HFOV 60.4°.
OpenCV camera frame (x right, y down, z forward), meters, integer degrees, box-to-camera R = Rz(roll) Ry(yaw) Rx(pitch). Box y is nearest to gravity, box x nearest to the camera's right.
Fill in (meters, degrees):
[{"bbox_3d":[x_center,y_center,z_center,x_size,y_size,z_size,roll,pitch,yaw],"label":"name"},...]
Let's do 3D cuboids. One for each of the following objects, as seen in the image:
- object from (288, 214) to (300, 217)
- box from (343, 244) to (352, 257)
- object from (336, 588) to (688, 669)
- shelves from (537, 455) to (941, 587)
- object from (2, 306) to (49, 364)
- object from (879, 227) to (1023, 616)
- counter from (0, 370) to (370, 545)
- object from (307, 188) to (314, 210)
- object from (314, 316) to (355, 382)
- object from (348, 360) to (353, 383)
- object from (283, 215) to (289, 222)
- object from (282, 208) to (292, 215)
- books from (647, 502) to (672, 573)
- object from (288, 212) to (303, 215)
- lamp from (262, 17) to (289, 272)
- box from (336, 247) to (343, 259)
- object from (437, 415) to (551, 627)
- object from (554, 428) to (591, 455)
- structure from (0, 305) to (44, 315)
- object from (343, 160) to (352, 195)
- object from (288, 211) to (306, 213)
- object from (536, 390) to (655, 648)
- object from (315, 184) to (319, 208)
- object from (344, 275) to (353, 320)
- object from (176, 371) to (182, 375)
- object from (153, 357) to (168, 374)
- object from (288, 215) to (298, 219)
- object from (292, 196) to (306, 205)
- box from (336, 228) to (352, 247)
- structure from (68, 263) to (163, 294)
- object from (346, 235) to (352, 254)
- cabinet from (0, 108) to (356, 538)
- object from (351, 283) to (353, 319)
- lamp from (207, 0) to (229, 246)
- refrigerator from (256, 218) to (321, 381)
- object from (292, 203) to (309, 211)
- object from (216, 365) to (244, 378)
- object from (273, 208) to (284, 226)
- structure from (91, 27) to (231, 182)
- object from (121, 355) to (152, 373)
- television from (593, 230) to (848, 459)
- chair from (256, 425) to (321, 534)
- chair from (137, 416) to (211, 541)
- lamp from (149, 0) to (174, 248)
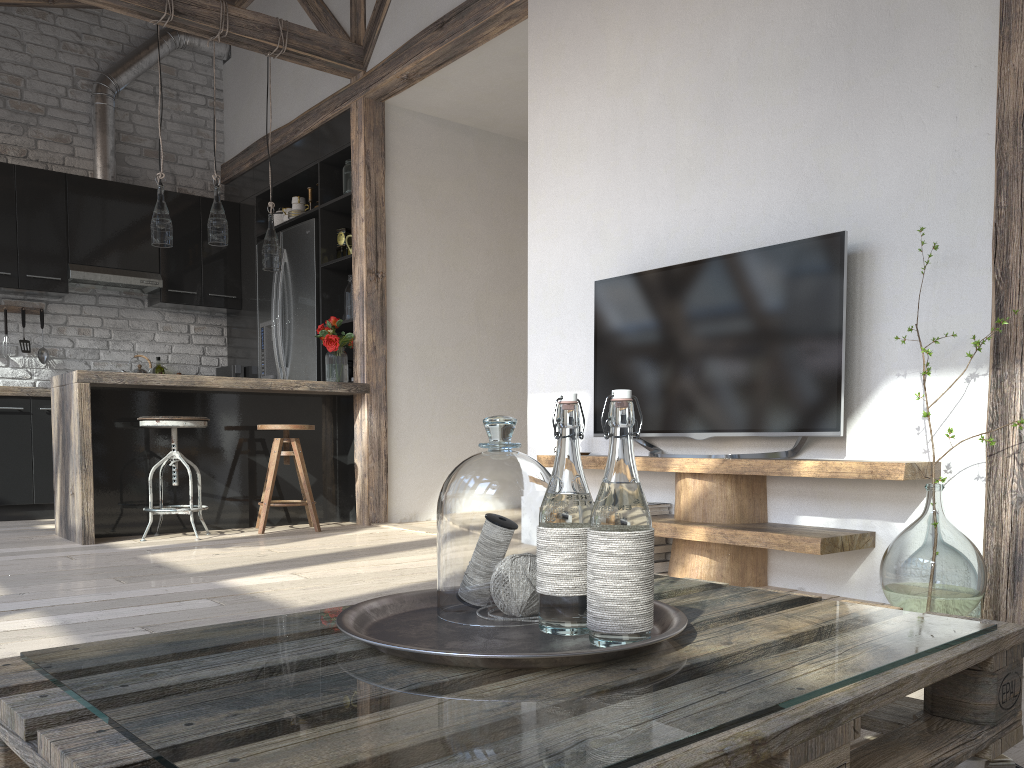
[{"bbox_3d":[-1.459,-1.138,6.029,0.149,0.026,0.148,0,-3,3],"label":"object"},{"bbox_3d":[-1.032,-0.825,5.618,0.082,0.114,0.082,-1,1,-29],"label":"box"},{"bbox_3d":[0.000,0.273,1.007,0.395,0.022,0.395,1,-4,-19],"label":"object"},{"bbox_3d":[0.661,0.490,3.155,0.330,0.451,1.602,-1,-2,-39],"label":"shelves"},{"bbox_3d":[-3.309,-0.332,5.987,0.282,0.383,0.069,-1,3,-38],"label":"object"},{"bbox_3d":[1.280,0.106,2.382,0.514,1.125,0.274,2,4,38],"label":"object"},{"bbox_3d":[-3.030,0.405,4.945,3.811,0.855,2.241,3,-4,-39],"label":"counter"},{"bbox_3d":[-1.334,-1.211,5.828,0.059,0.168,0.059,2,3,36],"label":"object"},{"bbox_3d":[-1.062,-0.207,5.293,0.251,0.417,0.311,0,1,-6],"label":"object"},{"bbox_3d":[-1.065,-0.071,5.682,0.134,0.165,0.134,1,1,41],"label":"object"},{"bbox_3d":[-1.546,-1.140,6.150,0.106,0.068,0.094,0,-1,14],"label":"object"},{"bbox_3d":[-1.551,-1.187,6.143,0.094,0.068,0.106,0,-2,-11],"label":"object"},{"bbox_3d":[0.413,0.600,3.473,0.290,0.265,0.359,0,-1,-39],"label":"books"},{"bbox_3d":[-1.459,-1.149,6.029,0.149,0.026,0.148,0,-3,3],"label":"object"},{"bbox_3d":[-1.325,-1.322,4.895,0.109,1.348,0.225,-3,4,-37],"label":"lamp"},{"bbox_3d":[-1.083,-0.821,5.688,0.082,0.114,0.082,-1,1,-39],"label":"box"},{"bbox_3d":[-0.015,0.162,1.086,0.156,0.248,0.155,1,2,20],"label":"object"},{"bbox_3d":[0.264,0.244,3.706,0.139,0.113,0.139,-1,-1,34],"label":"object"},{"bbox_3d":[-3.599,-0.521,5.798,0.932,0.046,0.081,3,-3,-39],"label":"structure"},{"bbox_3d":[-0.974,-1.257,5.396,0.125,0.207,0.124,-1,2,-34],"label":"object"},{"bbox_3d":[-1.459,-1.161,6.028,0.149,0.026,0.148,0,-3,3],"label":"object"},{"bbox_3d":[0.088,0.143,0.956,0.071,0.269,0.153,-2,3,-39],"label":"object"},{"bbox_3d":[-1.235,-1.221,5.706,0.096,0.173,0.095,1,2,25],"label":"object"},{"bbox_3d":[-1.018,-0.535,5.562,0.085,0.303,0.085,3,4,43],"label":"object"},{"bbox_3d":[-2.541,-0.004,6.664,0.080,0.184,0.039,-1,3,-26],"label":"object"},{"bbox_3d":[-2.623,-0.059,6.570,0.089,0.284,0.081,-3,4,-43],"label":"object"},{"bbox_3d":[-1.459,-1.126,6.031,0.149,0.023,0.149,1,-4,-12],"label":"object"},{"bbox_3d":[-1.454,-1.238,6.016,0.106,0.068,0.094,-1,-2,37],"label":"object"},{"bbox_3d":[-1.072,-0.935,5.647,0.082,0.114,0.082,1,1,31],"label":"box"},{"bbox_3d":[-2.832,-0.741,6.212,0.600,0.104,0.368,3,-4,-39],"label":"structure"},{"bbox_3d":[-0.949,-0.859,5.530,0.149,0.171,0.135,0,1,37],"label":"object"},{"bbox_3d":[-2.914,-0.414,5.075,4.213,2.517,2.089,1,0,-39],"label":"cabinet"},{"bbox_3d":[-0.941,-0.567,5.438,0.109,0.352,0.108,0,3,-9],"label":"object"},{"bbox_3d":[-1.574,-1.386,4.703,0.108,1.244,0.238,-2,4,-27],"label":"lamp"},{"bbox_3d":[-1.290,-0.066,6.300,0.850,1.930,0.940,-2,3,-39],"label":"refrigerator"},{"bbox_3d":[-1.453,-1.193,6.025,0.106,0.068,0.094,1,-1,-28],"label":"object"},{"bbox_3d":[-2.168,-0.019,6.758,0.088,0.227,0.351,-2,0,-39],"label":"object"},{"bbox_3d":[-1.653,-1.181,6.345,0.186,0.175,0.208,0,-1,2],"label":"object"},{"bbox_3d":[-2.565,-2.017,6.465,0.981,1.290,0.169,-1,3,-38],"label":"structure"},{"bbox_3d":[-2.628,-0.089,6.211,0.221,0.236,0.221,0,0,41],"label":"object"},{"bbox_3d":[0.690,-0.088,3.155,0.206,0.708,1.102,-2,0,-39],"label":"television"},{"bbox_3d":[-1.273,0.531,4.979,0.341,0.598,0.340,-1,2,-19],"label":"chair"},{"bbox_3d":[-1.761,0.488,4.602,0.354,0.639,0.352,0,2,-5],"label":"chair"},{"bbox_3d":[-1.796,-1.372,4.518,0.108,1.294,0.224,-3,4,-37],"label":"lamp"}]
